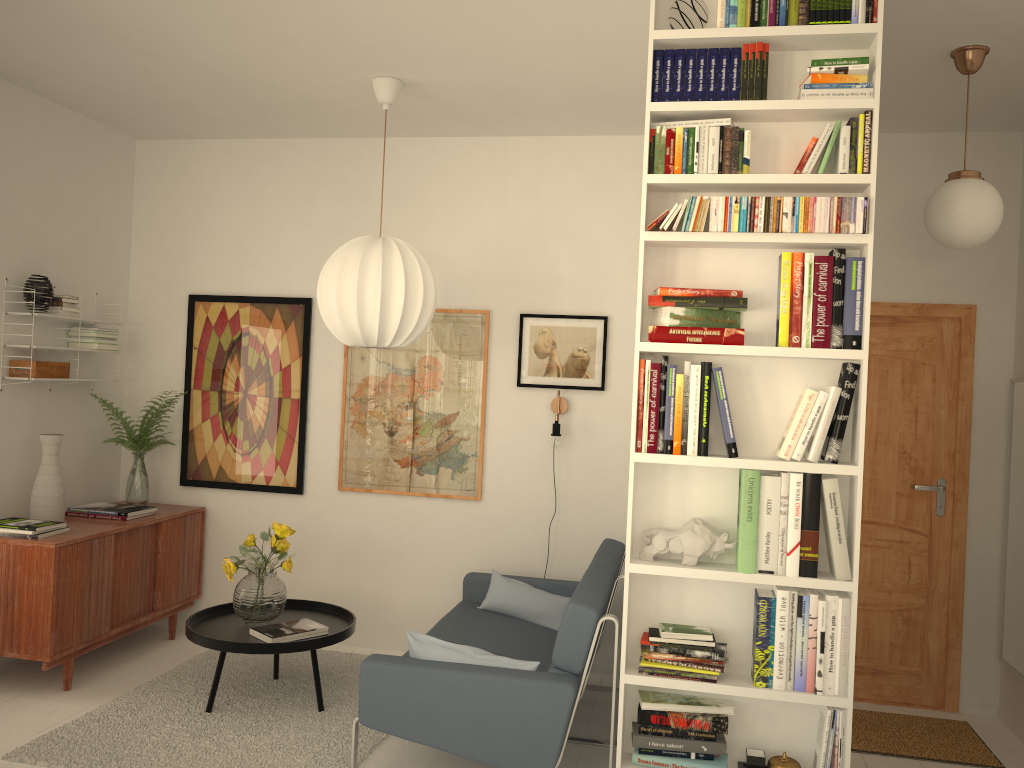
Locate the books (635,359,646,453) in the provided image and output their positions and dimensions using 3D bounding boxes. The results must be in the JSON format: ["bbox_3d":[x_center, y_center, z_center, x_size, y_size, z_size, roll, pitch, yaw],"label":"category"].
[{"bbox_3d":[0.437,0.072,2.972,0.021,0.301,0.222,3,0,11],"label":"books"}]

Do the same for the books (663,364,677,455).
[{"bbox_3d":[0.526,0.082,2.939,0.030,0.289,0.200,3,0,11],"label":"books"}]

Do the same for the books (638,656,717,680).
[{"bbox_3d":[0.541,0.923,2.907,0.247,0.014,0.173,3,0,10],"label":"books"}]

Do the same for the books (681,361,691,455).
[{"bbox_3d":[0.576,0.080,2.940,0.020,0.304,0.193,3,0,11],"label":"books"}]

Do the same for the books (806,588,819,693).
[{"bbox_3d":[0.953,0.807,2.855,0.025,0.305,0.213,3,0,11],"label":"books"}]

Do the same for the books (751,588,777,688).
[{"bbox_3d":[0.813,0.812,2.878,0.057,0.284,0.200,3,0,11],"label":"books"}]

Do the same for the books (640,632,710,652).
[{"bbox_3d":[0.542,0.841,2.920,0.221,0.010,0.169,3,0,14],"label":"books"}]

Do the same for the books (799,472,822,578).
[{"bbox_3d":[0.947,0.440,2.856,0.056,0.327,0.202,3,0,11],"label":"books"}]

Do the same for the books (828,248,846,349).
[{"bbox_3d":[1.033,-0.265,2.846,0.039,0.317,0.161,3,0,11],"label":"books"}]

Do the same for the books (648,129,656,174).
[{"bbox_3d":[0.474,-0.751,2.981,0.019,0.156,0.205,3,0,11],"label":"books"}]

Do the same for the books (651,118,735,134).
[{"bbox_3d":[0.608,-0.836,2.942,0.255,0.022,0.189,3,0,21],"label":"books"}]

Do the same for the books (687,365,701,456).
[{"bbox_3d":[0.599,0.085,2.921,0.032,0.291,0.189,3,0,11],"label":"books"}]

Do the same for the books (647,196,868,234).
[{"bbox_3d":[0.786,-0.529,2.905,0.664,0.110,0.278,3,0,11],"label":"books"}]

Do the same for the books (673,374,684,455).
[{"bbox_3d":[0.550,0.099,2.927,0.024,0.260,0.199,3,0,11],"label":"books"}]

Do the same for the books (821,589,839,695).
[{"bbox_3d":[1.001,0.810,2.821,0.037,0.308,0.161,3,0,11],"label":"books"}]

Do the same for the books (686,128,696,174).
[{"bbox_3d":[0.593,-0.746,2.946,0.024,0.155,0.188,3,0,11],"label":"books"}]

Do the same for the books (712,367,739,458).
[{"bbox_3d":[0.695,0.091,2.906,0.093,0.288,0.200,3,0,11],"label":"books"}]

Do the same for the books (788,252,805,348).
[{"bbox_3d":[0.915,-0.262,2.881,0.039,0.302,0.199,3,0,11],"label":"books"}]

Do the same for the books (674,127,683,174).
[{"bbox_3d":[0.553,-0.746,2.938,0.023,0.152,0.199,3,0,11],"label":"books"}]

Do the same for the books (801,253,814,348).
[{"bbox_3d":[0.945,-0.260,2.870,0.029,0.301,0.185,3,0,11],"label":"books"}]

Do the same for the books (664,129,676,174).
[{"bbox_3d":[0.527,-0.745,2.948,0.030,0.149,0.202,3,0,11],"label":"books"}]

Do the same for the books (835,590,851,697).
[{"bbox_3d":[1.042,0.813,2.844,0.039,0.303,0.229,3,0,11],"label":"books"}]

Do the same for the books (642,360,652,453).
[{"bbox_3d":[0.453,0.073,2.963,0.015,0.301,0.207,3,0,11],"label":"books"}]

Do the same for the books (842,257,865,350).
[{"bbox_3d":[1.078,-0.248,2.835,0.054,0.289,0.179,3,0,11],"label":"books"}]

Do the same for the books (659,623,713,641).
[{"bbox_3d":[0.566,0.810,2.903,0.166,0.019,0.127,3,0,4],"label":"books"}]

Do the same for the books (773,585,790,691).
[{"bbox_3d":[0.862,0.800,2.880,0.037,0.312,0.241,3,0,11],"label":"books"}]

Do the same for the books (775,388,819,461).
[{"bbox_3d":[0.910,0.128,2.841,0.115,0.232,0.133,3,0,11],"label":"books"}]

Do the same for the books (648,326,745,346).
[{"bbox_3d":[0.606,-0.153,2.925,0.301,0.056,0.202,3,0,11],"label":"books"}]

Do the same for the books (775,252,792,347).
[{"bbox_3d":[0.881,-0.267,2.894,0.032,0.300,0.200,3,0,11],"label":"books"}]

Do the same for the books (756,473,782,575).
[{"bbox_3d":[0.825,0.446,2.880,0.065,0.311,0.199,3,0,11],"label":"books"}]

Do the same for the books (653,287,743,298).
[{"bbox_3d":[0.607,-0.293,2.940,0.266,0.026,0.203,3,0,1],"label":"books"}]

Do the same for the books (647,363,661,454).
[{"bbox_3d":[0.476,0.079,2.951,0.032,0.291,0.203,3,0,11],"label":"books"}]

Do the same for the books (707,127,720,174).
[{"bbox_3d":[0.662,-0.741,2.925,0.035,0.158,0.199,3,0,11],"label":"books"}]

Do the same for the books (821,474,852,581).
[{"bbox_3d":[1.025,0.450,2.847,0.099,0.316,0.229,3,0,11],"label":"books"}]

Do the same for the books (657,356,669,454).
[{"bbox_3d":[0.502,0.067,2.946,0.021,0.317,0.179,3,0,11],"label":"books"}]

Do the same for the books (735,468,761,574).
[{"bbox_3d":[0.765,0.433,2.889,0.056,0.328,0.228,3,0,11],"label":"books"}]

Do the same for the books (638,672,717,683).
[{"bbox_3d":[0.547,0.935,2.909,0.247,0.009,0.170,3,0,14],"label":"books"}]

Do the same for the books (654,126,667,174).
[{"bbox_3d":[0.496,-0.751,2.951,0.034,0.162,0.197,3,0,11],"label":"books"}]

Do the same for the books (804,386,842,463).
[{"bbox_3d":[0.994,0.127,2.855,0.092,0.244,0.196,3,0,11],"label":"books"}]

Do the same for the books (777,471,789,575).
[{"bbox_3d":[0.872,0.440,2.890,0.023,0.321,0.235,3,0,11],"label":"books"}]

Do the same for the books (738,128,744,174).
[{"bbox_3d":[0.745,-0.739,2.904,0.016,0.158,0.146,3,0,11],"label":"books"}]

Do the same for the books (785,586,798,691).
[{"bbox_3d":[0.894,0.802,2.876,0.027,0.311,0.228,3,0,11],"label":"books"}]

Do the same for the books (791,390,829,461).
[{"bbox_3d":[0.946,0.132,2.841,0.105,0.225,0.138,3,0,11],"label":"books"}]

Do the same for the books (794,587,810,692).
[{"bbox_3d":[0.917,0.810,2.830,0.035,0.304,0.150,3,0,11],"label":"books"}]

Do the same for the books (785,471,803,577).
[{"bbox_3d":[0.901,0.440,2.870,0.037,0.324,0.240,3,0,11],"label":"books"}]

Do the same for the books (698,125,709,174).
[{"bbox_3d":[0.632,-0.745,2.939,0.028,0.159,0.222,3,0,11],"label":"books"}]

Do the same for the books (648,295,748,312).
[{"bbox_3d":[0.615,-0.263,2.946,0.314,0.035,0.205,3,0,11],"label":"books"}]

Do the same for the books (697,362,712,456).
[{"bbox_3d":[0.630,0.080,2.907,0.033,0.306,0.150,3,0,11],"label":"books"}]

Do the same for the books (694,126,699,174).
[{"bbox_3d":[0.608,-0.744,2.927,0.012,0.155,0.208,3,0,11],"label":"books"}]

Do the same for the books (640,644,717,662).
[{"bbox_3d":[0.543,0.878,2.905,0.238,0.012,0.120,3,0,6],"label":"books"}]

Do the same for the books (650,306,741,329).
[{"bbox_3d":[0.608,-0.212,2.934,0.268,0.064,0.128,3,0,-18],"label":"books"}]

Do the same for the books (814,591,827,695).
[{"bbox_3d":[0.973,0.815,2.837,0.022,0.291,0.208,3,0,11],"label":"books"}]

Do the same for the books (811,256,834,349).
[{"bbox_3d":[0.987,-0.254,2.855,0.059,0.291,0.182,3,0,11],"label":"books"}]

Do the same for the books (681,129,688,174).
[{"bbox_3d":[0.574,-0.744,2.949,0.013,0.149,0.208,3,0,11],"label":"books"}]

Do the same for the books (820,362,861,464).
[{"bbox_3d":[1.045,0.091,2.838,0.092,0.319,0.179,3,0,11],"label":"books"}]
